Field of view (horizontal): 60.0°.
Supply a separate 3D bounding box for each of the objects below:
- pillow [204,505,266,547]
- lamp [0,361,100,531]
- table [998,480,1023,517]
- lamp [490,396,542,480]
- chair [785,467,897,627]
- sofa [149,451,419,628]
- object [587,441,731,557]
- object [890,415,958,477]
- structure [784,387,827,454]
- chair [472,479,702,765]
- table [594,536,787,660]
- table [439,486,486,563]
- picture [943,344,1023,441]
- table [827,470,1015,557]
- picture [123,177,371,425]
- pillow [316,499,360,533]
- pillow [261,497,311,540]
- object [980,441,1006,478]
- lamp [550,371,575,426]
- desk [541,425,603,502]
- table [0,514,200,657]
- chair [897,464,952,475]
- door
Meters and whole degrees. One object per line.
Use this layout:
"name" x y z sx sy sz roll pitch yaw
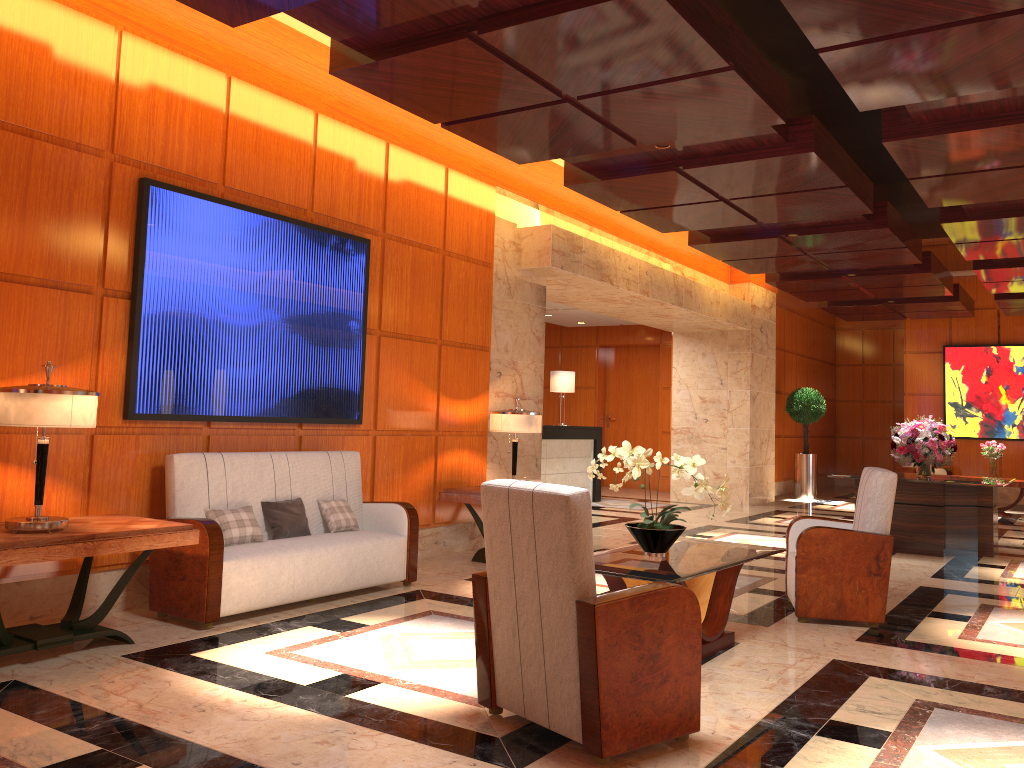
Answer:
"pillow" -1.684 0.865 5.397 0.195 0.227 0.343 -1 -4 38
"lamp" -2.244 0.284 4.241 0.458 0.796 0.457 2 -4 -5
"table" 7.397 1.738 13.652 1.167 0.536 0.723 0 -4 33
"lamp" 0.028 0.509 7.701 0.458 0.812 0.457 -2 -6 42
"chair" 2.148 1.023 5.825 0.628 0.964 0.735 1 -4 12
"sofa" -1.403 0.919 5.751 0.612 0.935 1.794 -1 -4 34
"object" 0.792 0.624 4.830 0.788 0.619 0.416 1 -4 11
"object" 4.385 0.655 9.444 0.650 0.660 0.678 0 -4 24
"structure" 5.177 0.896 15.629 0.721 1.718 0.719 1 -4 11
"chair" 0.267 0.866 3.505 0.627 0.964 0.737 5 -5 -38
"table" 0.887 1.187 4.853 0.722 0.497 1.556 0 -3 36
"table" 0.022 1.223 7.794 0.725 0.608 1.267 0 -4 34
"picture" 8.905 0.149 16.023 1.996 1.742 0.056 0 -5 33
"table" 4.371 1.358 9.404 1.600 0.747 1.596 0 -3 33
"picture" -1.703 -0.463 6.099 0.056 1.457 1.991 -1 -4 33
"pillow" -1.197 0.917 6.128 0.202 0.230 0.273 -1 -4 36
"pillow" -1.470 0.879 5.776 0.160 0.253 0.357 0 -4 30
"object" 7.444 1.174 13.714 0.326 0.598 0.350 5 -5 -37
"lamp" 0.762 0.222 13.465 0.372 0.823 0.372 4 -5 -32
"desk" 0.191 1.155 12.696 0.941 1.144 2.919 -1 -4 33
"table" -2.287 1.003 4.277 0.725 0.608 1.267 0 -4 34
"chair" 7.459 1.620 16.050 0.737 0.964 0.627 2 -4 -8
"door" 2.234 0.610 16.577 1.285 2.705 0.339 -1 -5 33
